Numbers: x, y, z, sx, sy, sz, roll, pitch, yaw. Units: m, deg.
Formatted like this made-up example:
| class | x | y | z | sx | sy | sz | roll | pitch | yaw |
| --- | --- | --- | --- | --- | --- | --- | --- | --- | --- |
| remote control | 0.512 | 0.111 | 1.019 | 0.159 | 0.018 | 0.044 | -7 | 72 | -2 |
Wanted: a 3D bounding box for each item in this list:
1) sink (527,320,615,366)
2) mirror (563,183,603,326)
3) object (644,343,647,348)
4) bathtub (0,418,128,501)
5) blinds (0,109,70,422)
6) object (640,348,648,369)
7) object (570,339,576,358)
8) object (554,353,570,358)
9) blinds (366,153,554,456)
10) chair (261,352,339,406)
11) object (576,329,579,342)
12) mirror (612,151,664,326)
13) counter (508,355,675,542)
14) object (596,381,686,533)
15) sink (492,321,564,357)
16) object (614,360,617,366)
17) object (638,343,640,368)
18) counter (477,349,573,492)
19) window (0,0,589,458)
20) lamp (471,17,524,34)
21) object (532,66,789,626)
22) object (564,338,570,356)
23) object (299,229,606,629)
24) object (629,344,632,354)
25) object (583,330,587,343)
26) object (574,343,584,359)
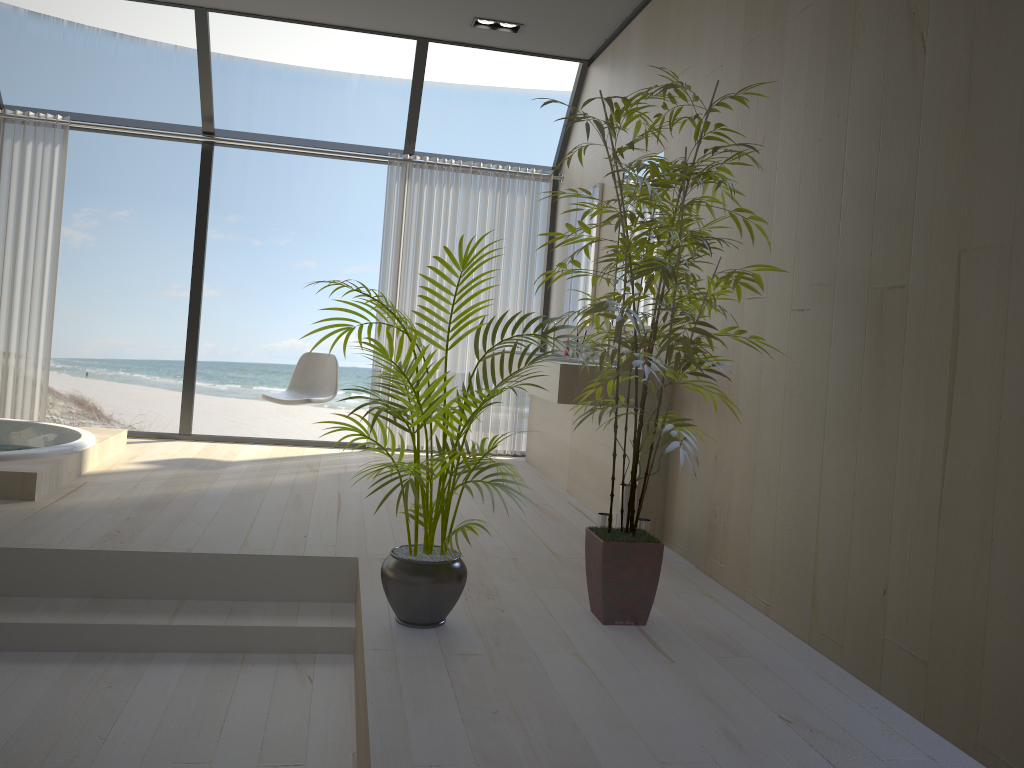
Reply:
| class | x | y | z | sx | sy | sz | roll | pitch | yaw |
| --- | --- | --- | --- | --- | --- | --- | --- | --- | --- |
| sink | 0.331 | -0.131 | 4.485 | 0.503 | 0.419 | 0.574 | 4 | 2 | -7 |
| mirror | 0.448 | -0.806 | 5.680 | 0.023 | 0.868 | 0.654 | 4 | 1 | -11 |
| object | 0.610 | -0.159 | 4.076 | 0.012 | 0.178 | 0.050 | 4 | 0 | 28 |
| bathtub | -3.129 | 0.346 | 4.513 | 1.819 | 0.698 | 1.650 | 4 | 2 | -11 |
| blinds | -3.554 | -0.763 | 5.708 | 1.182 | 2.071 | 0.084 | 4 | 0 | -11 |
| object | 0.621 | -0.117 | 4.102 | 0.058 | 0.100 | 0.058 | 4 | 0 | -1 |
| object | 0.382 | -0.223 | 5.469 | 0.039 | 0.135 | 0.038 | 4 | 0 | 38 |
| object | 0.300 | -0.171 | 5.290 | 0.105 | 0.029 | 0.032 | 6 | 2 | 29 |
| blinds | -0.365 | -0.553 | 6.315 | 1.182 | 2.071 | 0.084 | 4 | 0 | -11 |
| chair | -1.359 | -0.032 | 5.773 | 0.369 | 0.347 | 0.454 | 5 | 2 | 18 |
| object | 0.385 | -0.237 | 5.261 | 0.012 | 0.178 | 0.050 | 4 | 0 | 28 |
| mirror | 0.668 | -0.736 | 4.667 | 0.023 | 0.868 | 0.654 | 4 | 1 | -11 |
| counter | 0.340 | 0.283 | 4.523 | 0.550 | 0.790 | 1.207 | 4 | 2 | -11 |
| object | 0.588 | 0.355 | 3.820 | 0.406 | 0.749 | 0.274 | 4 | 0 | -23 |
| sink | 0.106 | -0.209 | 5.670 | 0.503 | 0.419 | 0.574 | 4 | 2 | -7 |
| object | 0.525 | -0.093 | 4.105 | 0.105 | 0.029 | 0.032 | 6 | 2 | 29 |
| object | 0.607 | -0.145 | 4.284 | 0.039 | 0.135 | 0.039 | 4 | 0 | 31 |
| counter | 0.115 | 0.205 | 5.709 | 0.550 | 0.790 | 1.207 | 4 | 2 | -11 |
| window | -1.889 | -0.986 | 5.826 | 4.556 | 2.815 | 0.745 | 4 | 0 | -11 |
| lamp | -0.088 | -2.223 | 5.366 | 0.300 | 0.112 | 0.164 | 4 | 2 | -11 |
| object | 0.470 | -0.113 | 2.843 | 0.787 | 1.757 | 0.934 | 4 | 0 | 14 |
| object | 0.335 | -0.222 | 5.365 | 0.039 | 0.135 | 0.038 | 4 | 0 | 38 |
| object | -0.277 | 0.128 | 2.661 | 0.917 | 1.157 | 0.750 | 5 | 1 | 23 |
| object | 0.559 | -0.143 | 4.180 | 0.039 | 0.135 | 0.039 | 4 | 0 | 31 |
| object | 0.414 | -0.235 | 5.283 | 0.054 | 0.175 | 0.012 | 4 | 0 | 15 |
| object | 0.396 | -0.195 | 5.287 | 0.058 | 0.100 | 0.058 | 4 | 0 | -4 |
